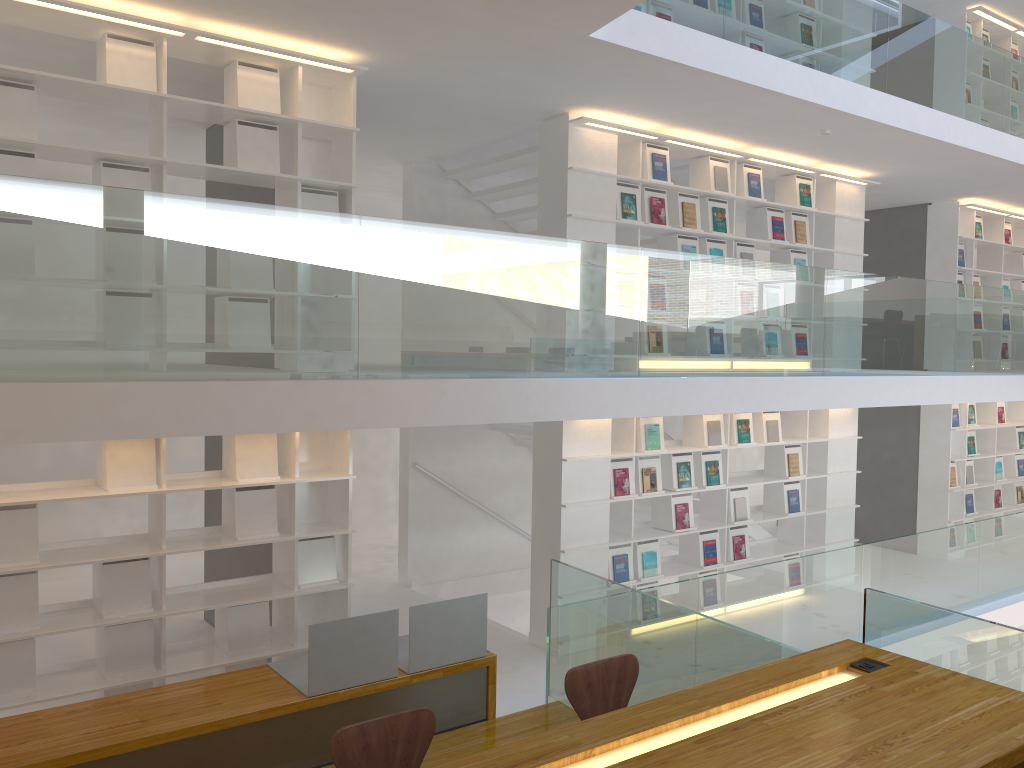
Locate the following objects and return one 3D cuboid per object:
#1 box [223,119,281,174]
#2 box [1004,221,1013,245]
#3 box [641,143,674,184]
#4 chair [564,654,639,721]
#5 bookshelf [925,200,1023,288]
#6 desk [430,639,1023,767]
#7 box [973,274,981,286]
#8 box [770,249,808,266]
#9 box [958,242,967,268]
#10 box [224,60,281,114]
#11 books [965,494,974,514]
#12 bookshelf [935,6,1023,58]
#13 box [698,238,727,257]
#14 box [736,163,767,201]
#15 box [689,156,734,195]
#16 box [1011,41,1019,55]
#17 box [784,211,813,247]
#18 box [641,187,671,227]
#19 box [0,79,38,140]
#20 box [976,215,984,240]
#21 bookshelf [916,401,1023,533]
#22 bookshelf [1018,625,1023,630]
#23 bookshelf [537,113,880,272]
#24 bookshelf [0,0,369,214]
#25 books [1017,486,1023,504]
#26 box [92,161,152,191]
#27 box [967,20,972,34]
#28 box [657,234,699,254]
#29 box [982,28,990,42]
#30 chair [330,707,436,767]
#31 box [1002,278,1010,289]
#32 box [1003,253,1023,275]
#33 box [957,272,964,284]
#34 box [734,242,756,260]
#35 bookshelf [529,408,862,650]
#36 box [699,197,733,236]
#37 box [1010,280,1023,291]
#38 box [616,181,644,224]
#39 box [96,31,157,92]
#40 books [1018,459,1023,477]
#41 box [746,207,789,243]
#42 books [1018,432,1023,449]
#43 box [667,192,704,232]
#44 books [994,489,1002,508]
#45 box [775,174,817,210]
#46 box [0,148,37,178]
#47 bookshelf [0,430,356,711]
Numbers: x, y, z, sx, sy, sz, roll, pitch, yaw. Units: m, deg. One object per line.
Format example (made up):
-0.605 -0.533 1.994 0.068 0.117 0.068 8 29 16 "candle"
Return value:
-1.486 -1.334 5.082 0.245 0.296 0.274 -1 3 -36 "box"
5.660 -1.741 10.312 0.245 0.296 0.274 -1 3 -36 "box"
1.068 -1.687 6.864 0.245 0.296 0.274 -1 3 -36 "box"
0.451 1.454 3.401 0.428 0.693 0.381 -1 3 -36 "chair"
5.887 -1.068 10.430 2.984 1.836 0.498 -1 3 -36 "bookshelf"
-0.005 1.384 2.152 3.236 0.918 1.285 -1 3 -36 "desk"
5.102 -1.078 9.938 0.245 0.296 0.274 -1 3 -36 "box"
2.501 -1.045 7.950 0.245 0.296 0.274 -1 3 -36 "box"
4.800 -1.403 9.699 0.245 0.296 0.274 -1 3 -36 "box"
-1.479 -1.661 5.070 0.245 0.296 0.274 -1 3 -36 "box"
5.139 1.344 9.957 0.145 0.210 0.037 -1 3 -36 "books"
5.922 -3.113 10.352 2.984 1.836 0.498 -1 3 -36 "bookshelf"
1.620 -1.035 7.302 0.245 0.296 0.274 -1 3 -36 "box"
1.977 -1.697 7.531 0.245 0.296 0.274 -1 3 -36 "box"
1.640 -1.693 7.284 0.245 0.296 0.274 -1 3 -36 "box"
5.695 -3.786 10.233 0.245 0.296 0.274 -1 3 -36 "box"
2.505 -1.374 7.936 0.245 0.296 0.274 -1 3 -36 "box"
1.055 -1.358 6.886 0.245 0.296 0.274 -1 3 -36 "box"
-2.482 -1.322 4.350 0.245 0.296 0.274 -1 3 -36 "box"
5.112 -1.734 9.912 0.245 0.296 0.274 -1 3 -36 "box"
5.852 0.991 10.509 2.984 1.836 0.498 -1 3 -36 "bookshelf"
5.818 3.026 10.587 2.984 1.836 0.498 -1 3 -36 "bookshelf"
1.805 -1.023 7.436 3.666 1.836 0.498 -1 3 -36 "bookshelf"
-2.196 -0.979 4.492 2.984 1.836 0.498 -1 3 -36 "bookshelf"
6.126 1.340 10.682 0.145 0.210 0.037 -1 3 -36 "books"
-2.055 -0.999 4.681 0.245 0.296 0.274 -1 3 -36 "box"
4.827 -3.775 9.599 0.245 0.296 0.274 -1 3 -36 "box"
1.347 -1.033 7.102 0.245 0.296 0.274 -1 3 -36 "box"
5.147 -3.779 9.834 0.245 0.296 0.274 -1 3 -36 "box"
-0.332 1.463 2.825 0.428 0.693 0.381 -1 3 -36 "chair"
5.665 -1.084 10.352 0.245 0.296 0.274 -1 3 -36 "box"
6.104 -1.416 10.658 0.245 0.296 0.274 -1 3 -36 "box"
4.800 -1.074 9.716 0.245 0.296 0.274 -1 3 -36 "box"
1.918 -1.039 7.521 0.245 0.296 0.274 -1 3 -36 "box"
1.740 1.034 7.555 3.666 1.836 0.397 -1 3 -36 "bookshelf"
1.629 -1.364 7.293 0.245 0.296 0.274 -1 3 -36 "box"
6.099 -1.089 10.670 0.245 0.296 0.274 -1 3 -36 "box"
0.817 -1.356 6.696 0.245 0.296 0.274 -1 3 -36 "box"
-2.024 -1.656 4.667 0.245 0.296 0.274 -1 3 -36 "box"
6.128 1.016 10.667 0.145 0.210 0.037 -1 3 -36 "books"
2.231 -1.374 7.735 0.245 0.296 0.274 -1 3 -36 "box"
6.132 0.679 10.657 0.145 0.210 0.037 -1 3 -36 "books"
1.351 -1.361 7.088 0.245 0.296 0.274 -1 3 -36 "box"
5.671 1.342 10.351 0.145 0.210 0.037 -1 3 -36 "books"
2.550 -1.703 7.952 0.245 0.296 0.274 -1 3 -36 "box"
-2.488 -0.994 4.362 0.245 0.296 0.274 -1 3 -36 "box"
-2.231 1.080 4.571 2.984 1.836 0.498 -1 3 -36 "bookshelf"
